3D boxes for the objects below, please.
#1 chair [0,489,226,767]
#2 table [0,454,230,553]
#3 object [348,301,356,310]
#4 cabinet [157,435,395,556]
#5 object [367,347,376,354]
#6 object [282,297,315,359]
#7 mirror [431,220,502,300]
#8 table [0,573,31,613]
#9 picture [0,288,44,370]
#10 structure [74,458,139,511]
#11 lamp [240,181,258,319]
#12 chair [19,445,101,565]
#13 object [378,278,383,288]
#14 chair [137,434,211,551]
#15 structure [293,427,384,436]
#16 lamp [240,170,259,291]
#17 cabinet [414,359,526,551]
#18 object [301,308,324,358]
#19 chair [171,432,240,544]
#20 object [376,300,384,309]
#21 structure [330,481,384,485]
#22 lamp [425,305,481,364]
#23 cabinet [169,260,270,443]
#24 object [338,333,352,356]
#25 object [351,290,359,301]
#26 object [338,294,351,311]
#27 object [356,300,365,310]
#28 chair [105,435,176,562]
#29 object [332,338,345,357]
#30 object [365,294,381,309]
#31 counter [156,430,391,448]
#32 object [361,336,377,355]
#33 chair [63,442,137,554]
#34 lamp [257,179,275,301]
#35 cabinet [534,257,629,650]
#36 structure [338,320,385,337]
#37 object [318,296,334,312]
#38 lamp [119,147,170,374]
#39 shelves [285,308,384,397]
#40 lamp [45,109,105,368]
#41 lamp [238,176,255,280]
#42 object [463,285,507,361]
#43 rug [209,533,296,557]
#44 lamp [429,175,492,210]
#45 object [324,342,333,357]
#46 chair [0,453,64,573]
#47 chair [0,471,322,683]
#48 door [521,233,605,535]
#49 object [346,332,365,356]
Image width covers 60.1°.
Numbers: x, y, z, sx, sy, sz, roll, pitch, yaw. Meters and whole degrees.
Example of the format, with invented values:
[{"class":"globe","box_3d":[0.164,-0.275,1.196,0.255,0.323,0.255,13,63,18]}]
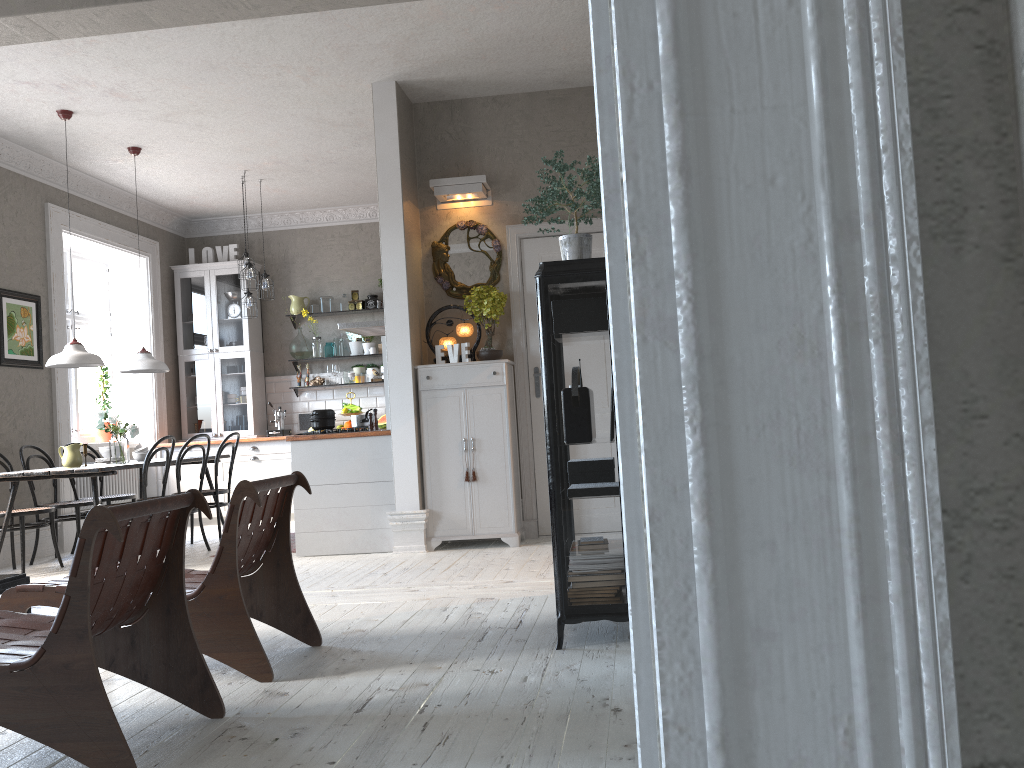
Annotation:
[{"class":"chair","box_3d":[-1.451,0.711,2.574,1.012,0.721,0.510,-4,-2,6]},{"class":"table","box_3d":[-3.030,0.980,6.857,0.901,0.735,1.928,-4,-2,7]},{"class":"object","box_3d":[-1.726,-0.841,9.614,0.082,0.113,0.083,-4,-2,7]},{"class":"cabinet","box_3d":[-1.668,0.881,8.115,2.029,0.854,4.109,-2,-3,-37]},{"class":"object","box_3d":[-1.493,-0.355,9.515,0.104,0.071,0.064,-5,-3,36]},{"class":"object","box_3d":[-2.327,-0.602,9.620,0.340,0.674,0.332,-2,-2,-25]},{"class":"mirror","box_3d":[-0.337,-0.927,6.579,0.530,0.593,0.071,-4,-2,5]},{"class":"table","box_3d":[-2.781,1.050,3.569,0.845,0.303,1.316,-4,-2,7]},{"class":"picture","box_3d":[-3.969,-0.438,7.149,0.020,0.619,0.523,-4,-2,8]},{"class":"structure","box_3d":[-3.879,0.943,8.384,0.148,0.428,1.227,-4,-2,6]},{"class":"lamp","box_3d":[-2.541,-1.494,8.423,0.149,1.734,0.144,-2,-2,-27]},{"class":"chair","box_3d":[-3.511,0.920,6.927,0.548,0.920,0.439,-4,-2,4]},{"class":"object","box_3d":[-1.296,-1.012,9.576,0.256,0.397,0.245,-5,-3,31]},{"class":"chair","box_3d":[-2.595,0.857,6.802,0.544,0.920,0.442,-4,-2,14]},{"class":"structure","box_3d":[-1.288,0.351,6.637,0.494,0.031,0.608,-4,-2,7]},{"class":"lamp","box_3d":[-2.436,-1.724,8.100,0.150,1.734,0.144,-2,-3,-37]},{"class":"cabinet","box_3d":[-0.291,0.501,6.301,0.663,1.297,0.385,-4,-2,6]},{"class":"object","box_3d":[-2.156,-0.547,9.557,0.192,0.540,0.280,-3,-2,-1]},{"class":"chair","box_3d":[-2.509,0.872,7.282,0.548,0.920,0.439,-4,-2,4]},{"class":"object","box_3d":[-1.415,-0.856,9.531,0.093,0.096,0.075,-4,-2,7]},{"class":"structure","box_3d":[-1.240,0.712,6.616,0.615,0.623,0.625,-4,-2,7]},{"class":"lamp","box_3d":[-0.423,-0.297,6.437,0.445,0.558,0.173,-4,-2,14]},{"class":"cabinet","box_3d":[-3.157,-0.330,9.624,0.876,1.920,0.389,-4,-2,6]},{"class":"object","box_3d":[-1.834,-0.420,9.728,0.130,0.264,0.132,-4,-2,12]},{"class":"object","box_3d":[-1.701,-0.955,9.602,0.083,0.113,0.082,-3,-2,-13]},{"class":"object","box_3d":[-1.835,-0.882,9.728,0.143,0.220,0.137,-2,-3,-34]},{"class":"object","box_3d":[-1.640,-0.847,9.601,0.082,0.113,0.084,-4,-2,17]},{"class":"chair","box_3d":[-2.665,0.840,6.271,0.548,0.920,0.439,-4,-2,4]},{"class":"object","box_3d":[-1.876,-0.394,9.579,0.122,0.206,0.127,-5,-3,29]},{"class":"object","box_3d":[-1.514,-0.884,9.641,0.141,0.174,0.143,-4,-2,7]},{"class":"counter","box_3d":[-2.161,0.497,8.027,3.148,0.039,3.406,-4,-2,7]},{"class":"object","box_3d":[-1.560,-0.502,9.590,0.188,0.380,0.166,-2,-3,-33]},{"class":"chair","box_3d":[-3.425,0.935,7.410,0.542,0.920,0.443,-4,-2,19]},{"class":"lamp","box_3d":[-2.378,-1.664,8.409,0.147,1.734,0.146,-3,-2,-7]},{"class":"cabinet","box_3d":[0.317,0.267,3.630,0.346,1.471,0.621,-4,-2,7]},{"class":"structure","box_3d":[-1.095,-1.261,7.726,0.710,1.595,0.715,-4,-2,7]},{"class":"object","box_3d":[-2.024,-0.856,9.650,0.176,0.184,0.168,-1,-3,-44]},{"class":"lamp","box_3d":[-3.062,-1.022,7.278,0.376,1.858,0.383,-4,-2,14]},{"class":"shelves","box_3d":[-1.759,-0.326,9.626,1.311,0.923,0.229,-4,-2,5]},{"class":"lamp","box_3d":[-3.187,-1.051,6.389,0.371,1.858,0.387,-6,-3,44]},{"class":"lamp","box_3d":[-2.517,-1.842,8.272,0.147,1.734,0.146,-3,-2,-7]},{"class":"object","box_3d":[-0.164,-0.433,6.337,0.291,0.553,0.347,-5,-3,41]},{"class":"rug","box_3d":[-1.789,1.272,7.147,0.733,0.014,1.295,-4,-2,7]},{"class":"lamp","box_3d":[-0.374,-1.409,6.517,0.414,0.171,0.220,-4,-2,6]},{"class":"object","box_3d":[-1.985,-0.367,9.679,0.125,0.172,0.127,-4,-2,10]},{"class":"chair","box_3d":[-3.585,0.902,6.374,0.544,0.920,0.442,-4,-2,14]},{"class":"chair","box_3d":[-1.331,0.738,3.426,1.012,0.721,0.510,-4,-2,6]},{"class":"door","box_3d":[0.500,-0.007,6.472,0.748,2.182,0.080,-4,-2,5]},{"class":"object","box_3d":[-1.683,-0.479,9.654,0.241,0.354,0.238,-5,-2,24]}]
